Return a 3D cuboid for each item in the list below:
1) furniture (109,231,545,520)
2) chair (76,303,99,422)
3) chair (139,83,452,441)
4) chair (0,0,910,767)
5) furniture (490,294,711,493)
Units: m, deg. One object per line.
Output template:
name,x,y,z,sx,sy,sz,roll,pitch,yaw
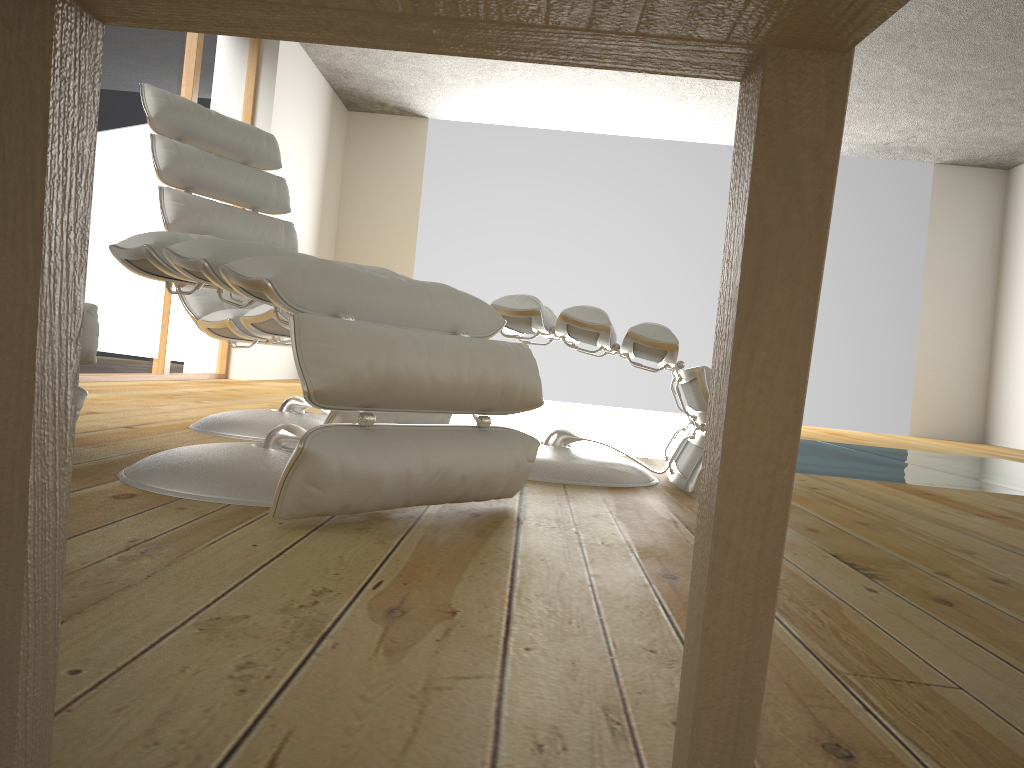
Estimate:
furniture,-0.361,-0.030,1.612,0.687,0.439,0.569,6,0,37
chair,-1.277,-0.386,1.607,0.914,0.969,0.569,6,0,12
chair,-0.627,-0.339,2.606,0.915,0.969,0.569,6,0,27
chair,-0.032,-0.264,0.206,0.404,1.017,0.506,6,0,1
furniture,0.194,0.012,2.307,0.686,0.439,0.569,6,0,8
